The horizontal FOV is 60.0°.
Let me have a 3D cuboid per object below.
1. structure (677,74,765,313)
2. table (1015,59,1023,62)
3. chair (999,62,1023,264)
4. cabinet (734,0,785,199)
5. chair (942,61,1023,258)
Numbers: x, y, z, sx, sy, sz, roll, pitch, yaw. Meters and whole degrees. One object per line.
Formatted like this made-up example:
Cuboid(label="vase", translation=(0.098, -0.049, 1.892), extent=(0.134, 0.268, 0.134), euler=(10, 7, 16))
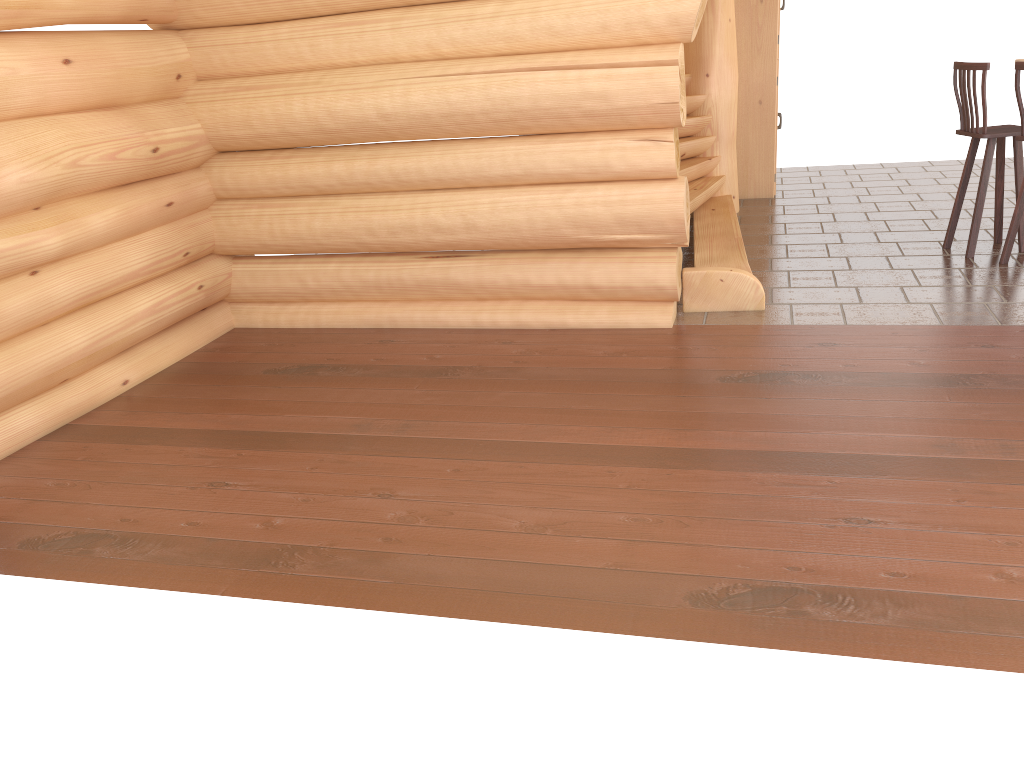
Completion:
Cuboid(label="structure", translation=(0.855, -1.873, 7.125), extent=(1.951, 1.643, 3.604), euler=(-1, 22, 10))
Cuboid(label="table", translation=(5.297, -1.652, 6.053), extent=(3.220, 1.257, 1.196), euler=(1, 22, 16))
Cuboid(label="chair", translation=(3.549, -1.426, 5.793), extent=(0.504, 1.319, 0.406), euler=(-11, 22, -14))
Cuboid(label="cabinet", translation=(2.541, -3.349, 9.451), extent=(0.670, 2.403, 1.847), euler=(1, 22, 16))
Cuboid(label="chair", translation=(3.377, -1.592, 6.256), extent=(0.504, 1.319, 0.406), euler=(-6, 21, -3))
